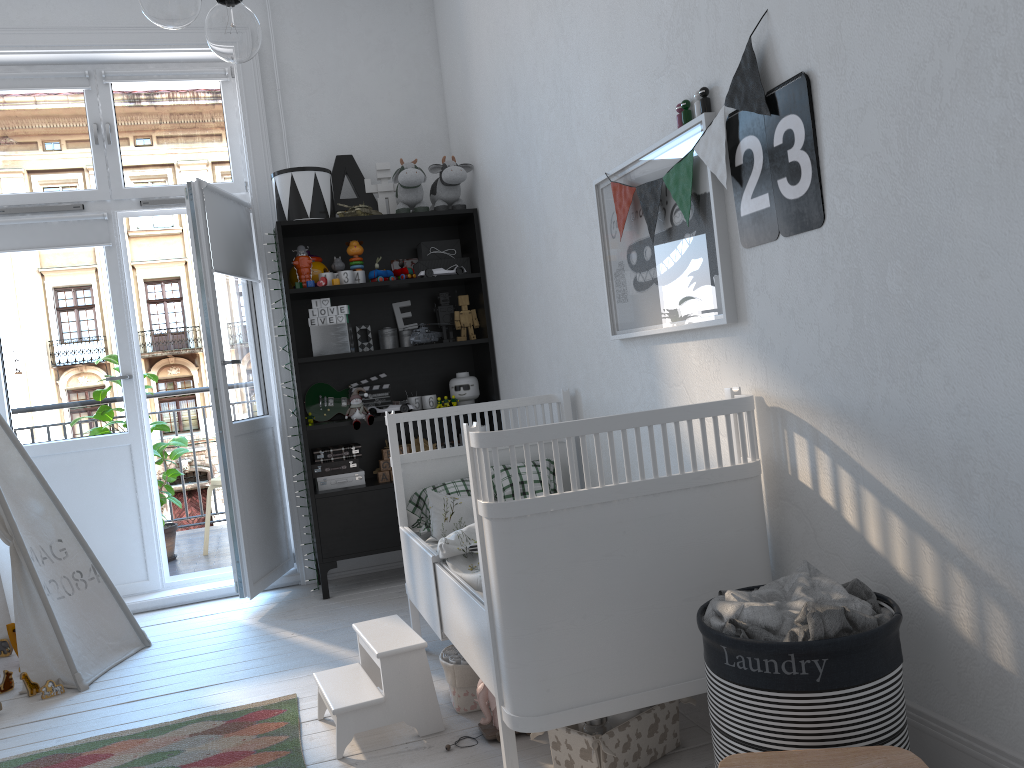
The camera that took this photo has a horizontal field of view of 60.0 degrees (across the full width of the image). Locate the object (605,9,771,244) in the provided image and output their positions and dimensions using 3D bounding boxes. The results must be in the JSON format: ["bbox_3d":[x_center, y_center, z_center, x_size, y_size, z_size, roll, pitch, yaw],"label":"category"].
[{"bbox_3d":[0.409,-0.580,2.238,0.058,0.415,0.905,-7,2,-17],"label":"object"}]

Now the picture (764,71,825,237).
[{"bbox_3d":[0.567,-0.458,1.793,0.013,0.305,0.153,-7,2,-16],"label":"picture"}]

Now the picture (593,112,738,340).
[{"bbox_3d":[0.389,-0.383,2.403,0.030,0.493,0.703,-7,2,-16],"label":"picture"}]

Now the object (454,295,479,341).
[{"bbox_3d":[-0.221,-0.315,4.247,0.114,0.221,0.052,-7,2,-17],"label":"object"}]

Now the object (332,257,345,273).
[{"bbox_3d":[-0.815,-0.522,4.184,0.063,0.160,0.063,-8,2,-38],"label":"object"}]

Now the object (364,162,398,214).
[{"bbox_3d":[-0.608,-0.915,4.277,0.190,0.291,0.065,-7,2,-11],"label":"object"}]

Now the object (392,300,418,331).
[{"bbox_3d":[-0.523,-0.332,4.336,0.107,0.151,0.055,-7,2,-16],"label":"object"}]

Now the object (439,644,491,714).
[{"bbox_3d":[-0.096,0.831,2.556,0.215,0.148,0.240,-7,2,-9],"label":"object"}]

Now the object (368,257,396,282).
[{"bbox_3d":[-0.607,-0.527,4.117,0.121,0.126,0.087,-8,2,-39],"label":"object"}]

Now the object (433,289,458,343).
[{"bbox_3d":[-0.313,-0.325,4.285,0.117,0.259,0.081,-7,2,-16],"label":"object"}]

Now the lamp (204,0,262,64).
[{"bbox_3d":[-0.889,-1.156,1.659,0.074,1.530,1.382,-8,2,-41],"label":"lamp"}]

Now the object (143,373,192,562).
[{"bbox_3d":[-2.196,0.435,5.171,0.720,1.225,0.489,-7,2,-6],"label":"object"}]

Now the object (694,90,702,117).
[{"bbox_3d":[0.443,-0.661,2.095,0.025,0.064,0.025,-7,2,-21],"label":"object"}]

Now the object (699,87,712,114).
[{"bbox_3d":[0.451,-0.662,2.071,0.025,0.064,0.025,-7,2,-23],"label":"object"}]

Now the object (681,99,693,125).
[{"bbox_3d":[0.426,-0.661,2.162,0.025,0.064,0.025,-7,2,-18],"label":"object"}]

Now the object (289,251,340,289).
[{"bbox_3d":[-0.919,-0.525,4.074,0.197,0.197,0.318,-7,2,-20],"label":"object"}]

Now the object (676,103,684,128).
[{"bbox_3d":[0.419,-0.661,2.189,0.025,0.064,0.025,-7,2,-21],"label":"object"}]

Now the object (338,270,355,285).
[{"bbox_3d":[-0.753,-0.479,4.033,0.067,0.067,0.067,-7,2,-15],"label":"object"}]

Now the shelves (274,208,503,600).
[{"bbox_3d":[-0.545,0.070,4.183,0.911,1.678,0.353,-7,2,-16],"label":"shelves"}]

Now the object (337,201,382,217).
[{"bbox_3d":[-0.718,-0.802,4.086,0.121,0.100,0.338,-6,2,19],"label":"object"}]

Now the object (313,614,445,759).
[{"bbox_3d":[-0.381,0.817,2.442,0.288,0.246,0.332,-7,2,-21],"label":"object"}]

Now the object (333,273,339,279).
[{"bbox_3d":[-0.802,-0.474,4.080,0.067,0.067,0.067,-8,2,-42],"label":"object"}]

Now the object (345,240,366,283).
[{"bbox_3d":[-0.716,-0.558,4.085,0.077,0.213,0.077,-6,2,17],"label":"object"}]

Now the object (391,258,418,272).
[{"bbox_3d":[-0.417,-0.561,4.378,0.347,0.132,0.037,-7,2,-16],"label":"object"}]

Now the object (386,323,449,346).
[{"bbox_3d":[-0.418,-0.234,4.201,0.367,0.106,0.349,-7,2,-14],"label":"object"}]

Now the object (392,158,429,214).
[{"bbox_3d":[-0.478,-0.904,4.143,0.154,0.253,0.370,-7,2,-8],"label":"object"}]

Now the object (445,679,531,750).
[{"bbox_3d":[-0.062,0.832,2.284,0.254,0.152,0.125,-7,2,-17],"label":"object"}]

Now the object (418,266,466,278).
[{"bbox_3d":[-0.328,-0.521,4.149,0.230,0.048,0.098,-7,2,-26],"label":"object"}]

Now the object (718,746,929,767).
[{"bbox_3d":[0.467,0.693,1.236,0.379,0.367,0.378,-5,2,44],"label":"object"}]

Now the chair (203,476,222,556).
[{"bbox_3d":[-1.588,0.618,5.321,0.436,0.716,0.497,-6,2,29],"label":"chair"}]

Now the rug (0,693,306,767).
[{"bbox_3d":[-1.007,1.028,1.591,1.319,0.016,2.028,-7,2,-16],"label":"rug"}]

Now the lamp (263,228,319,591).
[{"bbox_3d":[-0.588,0.070,4.237,0.985,1.685,0.095,-7,2,-19],"label":"lamp"}]

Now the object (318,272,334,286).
[{"bbox_3d":[-0.841,-0.468,4.023,0.067,0.067,0.067,-7,2,-15],"label":"object"}]

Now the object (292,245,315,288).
[{"bbox_3d":[-0.932,-0.526,3.997,0.105,0.203,0.072,-7,2,-9],"label":"object"}]

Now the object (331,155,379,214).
[{"bbox_3d":[-0.785,-0.921,4.258,0.343,0.344,0.057,-7,2,-16],"label":"object"}]

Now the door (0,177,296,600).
[{"bbox_3d":[-1.711,0.072,3.957,1.263,1.839,0.636,-7,2,-14],"label":"door"}]

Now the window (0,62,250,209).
[{"bbox_3d":[-1.916,-1.168,4.155,1.262,0.660,0.101,-7,2,-16],"label":"window"}]

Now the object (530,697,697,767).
[{"bbox_3d":[0.241,0.795,2.064,0.360,0.163,0.242,-8,2,-41],"label":"object"}]

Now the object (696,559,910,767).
[{"bbox_3d":[0.528,0.596,1.594,0.345,0.513,0.346,-8,2,-26],"label":"object"}]

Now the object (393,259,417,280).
[{"bbox_3d":[-0.514,-0.539,4.187,0.122,0.112,0.087,-5,2,45],"label":"object"}]

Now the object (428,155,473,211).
[{"bbox_3d":[-0.334,-0.922,4.189,0.211,0.253,0.386,-8,2,-33],"label":"object"}]

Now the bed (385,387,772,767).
[{"bbox_3d":[0.099,0.463,2.551,0.670,0.833,1.404,-7,2,-16],"label":"bed"}]

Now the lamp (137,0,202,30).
[{"bbox_3d":[-0.924,-1.148,1.525,0.074,1.530,1.382,-8,2,-41],"label":"lamp"}]

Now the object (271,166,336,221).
[{"bbox_3d":[-0.941,-0.857,4.134,0.272,0.259,0.394,-6,2,12],"label":"object"}]

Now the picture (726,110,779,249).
[{"bbox_3d":[0.524,-0.455,1.941,0.010,0.301,0.152,-7,2,-17],"label":"picture"}]
